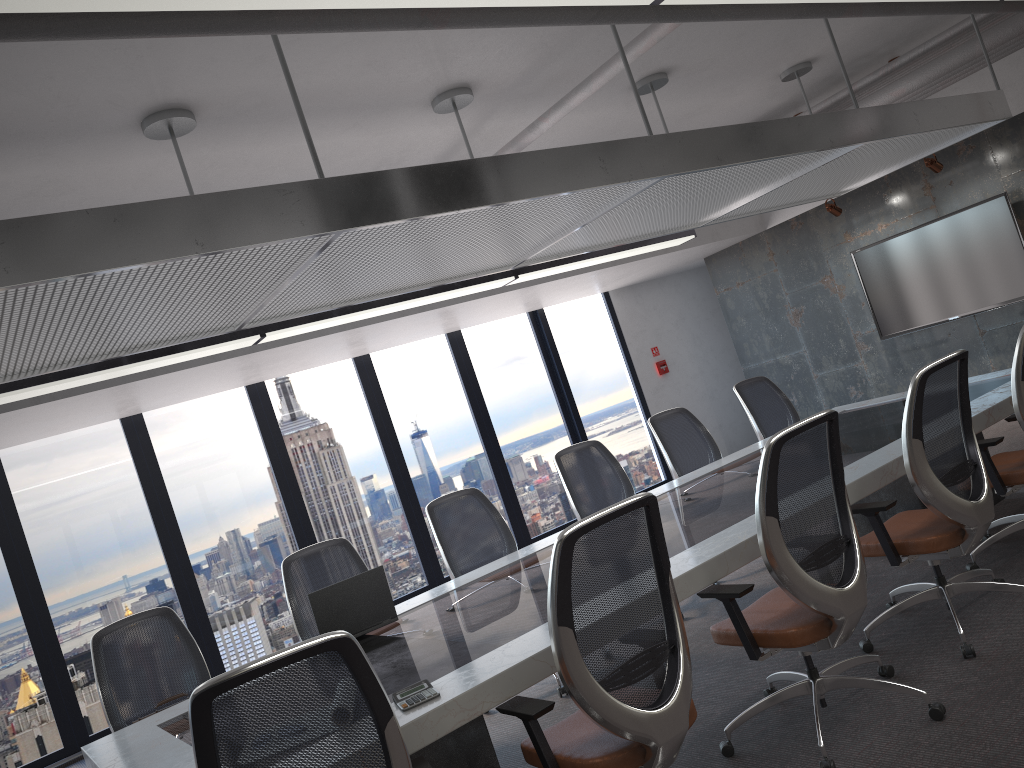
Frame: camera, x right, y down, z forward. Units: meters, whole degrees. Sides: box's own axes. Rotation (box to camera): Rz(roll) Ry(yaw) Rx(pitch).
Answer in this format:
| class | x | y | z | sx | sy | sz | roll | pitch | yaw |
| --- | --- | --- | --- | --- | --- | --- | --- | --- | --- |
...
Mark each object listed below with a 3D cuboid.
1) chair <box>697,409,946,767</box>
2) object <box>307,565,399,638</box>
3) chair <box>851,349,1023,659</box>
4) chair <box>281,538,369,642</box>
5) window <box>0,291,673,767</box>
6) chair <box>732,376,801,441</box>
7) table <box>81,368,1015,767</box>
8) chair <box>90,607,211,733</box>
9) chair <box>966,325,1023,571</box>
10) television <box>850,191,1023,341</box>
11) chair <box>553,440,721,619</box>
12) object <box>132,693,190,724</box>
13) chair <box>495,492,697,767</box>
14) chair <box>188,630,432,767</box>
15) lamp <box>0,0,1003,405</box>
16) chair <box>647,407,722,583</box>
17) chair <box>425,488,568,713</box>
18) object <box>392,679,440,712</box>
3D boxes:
| class | x | y | z | sx | sy | sz | roll | pitch | yaw |
| --- | --- | --- | --- | --- | --- | --- | --- | --- | --- |
| chair | 1.016 | 0.745 | 3.374 | 0.828 | 1.166 | 0.789 | -19 | -2 | 20 |
| object | -0.778 | 1.054 | 4.215 | 0.366 | 0.277 | 0.308 | -18 | -2 | -24 |
| chair | 1.764 | 0.509 | 3.906 | 0.828 | 1.166 | 0.789 | -19 | -2 | 20 |
| chair | -0.787 | 1.398 | 4.668 | 0.828 | 1.166 | 0.789 | -20 | -2 | 30 |
| window | -2.080 | 1.147 | 8.426 | 9.225 | 2.670 | 0.121 | -18 | -2 | -34 |
| chair | 2.242 | 0.441 | 6.742 | 0.828 | 1.166 | 0.789 | -19 | -2 | 20 |
| table | 0.951 | 1.021 | 4.520 | 5.498 | 0.745 | 1.898 | -18 | -2 | -34 |
| chair | -1.498 | 1.620 | 4.081 | 0.828 | 1.166 | 0.789 | -19 | -2 | 20 |
| chair | 2.512 | 0.273 | 4.438 | 0.828 | 1.166 | 0.789 | -19 | -2 | 20 |
| television | 4.588 | -1.275 | 7.526 | 0.101 | 0.960 | 3.667 | -18 | -2 | -34 |
| chair | 0.780 | 0.905 | 5.808 | 0.828 | 1.166 | 0.789 | -20 | -2 | 26 |
| object | -1.540 | 1.602 | 4.118 | 0.378 | 0.308 | 0.138 | -18 | -2 | -23 |
| chair | 0.268 | 0.981 | 2.841 | 0.828 | 1.166 | 0.789 | -19 | -2 | 20 |
| chair | -0.504 | 1.226 | 2.352 | 0.828 | 1.166 | 0.789 | -20 | -2 | 35 |
| lamp | 0.077 | -1.351 | 4.543 | 6.097 | 0.908 | 4.126 | -18 | -2 | -34 |
| chair | 1.494 | 0.677 | 6.210 | 0.828 | 1.166 | 0.789 | -19 | -2 | 20 |
| chair | -0.002 | 1.148 | 5.145 | 0.828 | 1.166 | 0.789 | -19 | -2 | 20 |
| object | -0.305 | 0.982 | 2.801 | 0.126 | 0.026 | 0.161 | -18 | -2 | -20 |
